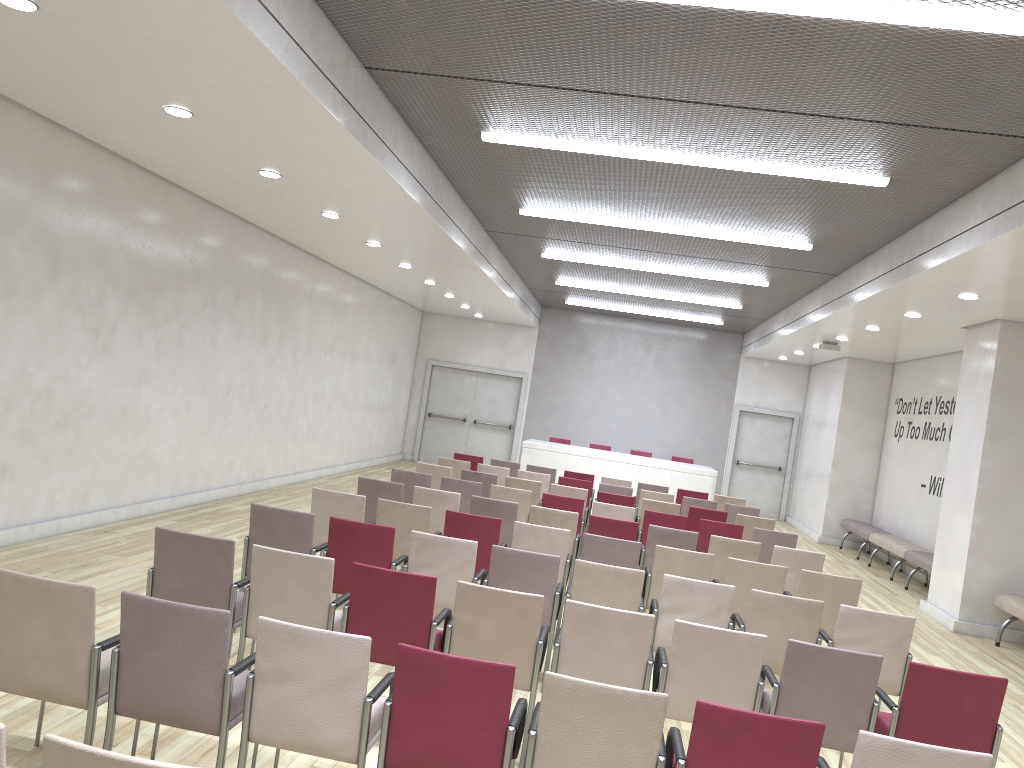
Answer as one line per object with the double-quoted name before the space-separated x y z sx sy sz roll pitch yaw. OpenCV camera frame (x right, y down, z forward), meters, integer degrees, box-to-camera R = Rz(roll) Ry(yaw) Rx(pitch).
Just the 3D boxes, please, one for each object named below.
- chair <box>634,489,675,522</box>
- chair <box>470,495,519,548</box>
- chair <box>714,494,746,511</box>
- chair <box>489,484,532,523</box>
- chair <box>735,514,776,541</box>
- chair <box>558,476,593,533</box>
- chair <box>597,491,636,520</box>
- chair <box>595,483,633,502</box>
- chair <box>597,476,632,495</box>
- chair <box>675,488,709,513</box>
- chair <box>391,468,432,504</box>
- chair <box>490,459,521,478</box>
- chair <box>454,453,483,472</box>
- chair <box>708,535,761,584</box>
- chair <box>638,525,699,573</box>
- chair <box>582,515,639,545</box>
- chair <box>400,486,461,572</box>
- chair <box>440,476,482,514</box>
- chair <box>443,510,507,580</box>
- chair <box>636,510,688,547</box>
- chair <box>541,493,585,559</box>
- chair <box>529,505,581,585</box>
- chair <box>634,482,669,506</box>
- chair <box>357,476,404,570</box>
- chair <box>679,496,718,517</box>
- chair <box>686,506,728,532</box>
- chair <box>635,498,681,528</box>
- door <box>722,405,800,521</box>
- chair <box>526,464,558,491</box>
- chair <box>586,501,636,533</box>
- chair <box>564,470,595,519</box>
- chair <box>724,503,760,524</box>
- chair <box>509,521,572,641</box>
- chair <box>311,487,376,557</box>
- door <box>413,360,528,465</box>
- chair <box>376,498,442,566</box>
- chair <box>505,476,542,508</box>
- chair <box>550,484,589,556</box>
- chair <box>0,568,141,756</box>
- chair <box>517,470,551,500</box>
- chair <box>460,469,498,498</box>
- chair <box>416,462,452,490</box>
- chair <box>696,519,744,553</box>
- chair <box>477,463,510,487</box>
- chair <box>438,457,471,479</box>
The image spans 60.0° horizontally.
"chair" 1.883 1.869 11.940 0.513 0.890 0.640 8 -1 7
"chair" -0.183 1.511 8.470 0.513 0.890 0.640 8 -1 8
"chair" 3.105 2.067 13.009 0.513 0.890 0.640 8 -1 8
"chair" -0.036 1.550 9.698 0.513 0.890 0.640 8 -1 7
"chair" 2.807 1.990 10.579 0.513 0.890 0.640 8 -1 7
"chair" 0.814 1.710 12.079 0.513 0.890 0.640 8 -1 7
"chair" 1.205 1.751 10.773 0.513 0.890 0.640 8 -1 6
"chair" 1.350 1.790 11.996 0.513 0.890 0.640 8 -1 7
"chair" 1.504 1.829 13.224 0.513 0.890 0.640 8 -1 8
"chair" 2.583 1.990 13.080 0.513 0.890 0.640 8 -1 7
"chair" -1.112 1.390 9.839 0.513 0.890 0.640 8 -1 6
"chair" -0.122 1.588 13.424 0.513 0.890 0.640 8 -1 7
"chair" -0.673 1.506 13.493 0.513 0.890 0.640 8 -1 7
"chair" 1.969 1.831 8.201 0.513 0.890 0.640 8 -1 7
"chair" 1.428 1.751 8.278 0.513 0.890 0.640 8 -1 7
"chair" 0.899 1.672 8.350 0.513 0.890 0.640 8 -1 7
"chair" -0.722 1.431 8.537 0.513 0.890 0.640 8 -1 8
"chair" -0.568 1.471 9.764 0.513 0.890 0.640 8 -1 7
"chair" -0.332 1.472 7.253 0.513 0.890 0.640 8 -1 7
"chair" 1.576 1.790 9.487 0.513 0.890 0.640 8 -1 8
"chair" 0.513 1.632 9.638 0.513 0.890 0.640 8 -1 7
"chair" 0.362 1.592 8.399 0.513 0.890 0.640 8 -1 7
"chair" 2.029 1.907 13.148 0.513 0.890 0.640 8 -1 8
"chair" -1.255 1.352 8.620 0.513 0.890 0.640 8 -1 8
"chair" 2.430 1.950 11.857 0.513 0.890 0.640 8 -1 7
"chair" 2.268 1.910 10.650 0.513 0.890 0.640 8 -1 7
"chair" 1.732 1.830 10.717 0.513 0.890 0.640 8 -1 7
"door" 5.534 1.761 19.844 1.400 2.400 0.200 8 -1 7
"chair" 0.413 1.667 13.368 0.513 0.890 0.640 8 -1 8
"chair" 1.043 1.711 9.563 0.513 0.890 0.640 8 -1 7
"chair" 0.958 1.748 13.290 0.513 0.890 0.640 8 -1 6
"chair" 2.968 2.030 11.786 0.513 0.890 0.640 8 -1 8
"chair" 0.204 1.552 7.197 0.513 0.890 0.640 8 -1 7
"chair" -1.413 1.312 7.393 0.513 0.890 0.640 8 -1 8
"door" -0.967 0.794 20.668 2.373 2.400 0.200 8 -1 7
"chair" -0.880 1.391 7.324 0.513 0.890 0.640 8 -1 7
"chair" 0.110 1.589 10.924 0.513 0.890 0.640 8 -1 6
"chair" 0.659 1.670 10.843 0.513 0.890 0.640 8 -1 8
"chair" -1.850 1.197 3.732 0.513 0.890 0.640 8 -1 8
"chair" 0.264 1.628 12.146 0.513 0.890 0.640 8 -1 6
"chair" -0.423 1.509 10.981 0.513 0.890 0.640 8 -1 7
"chair" -0.969 1.428 11.048 0.513 0.890 0.640 8 -1 8
"chair" 2.136 1.873 9.425 0.513 0.890 0.640 8 -1 7
"chair" -0.272 1.548 12.202 0.513 0.890 0.640 8 -1 7
"chair" -0.811 1.468 12.281 0.513 0.890 0.640 8 -1 6
